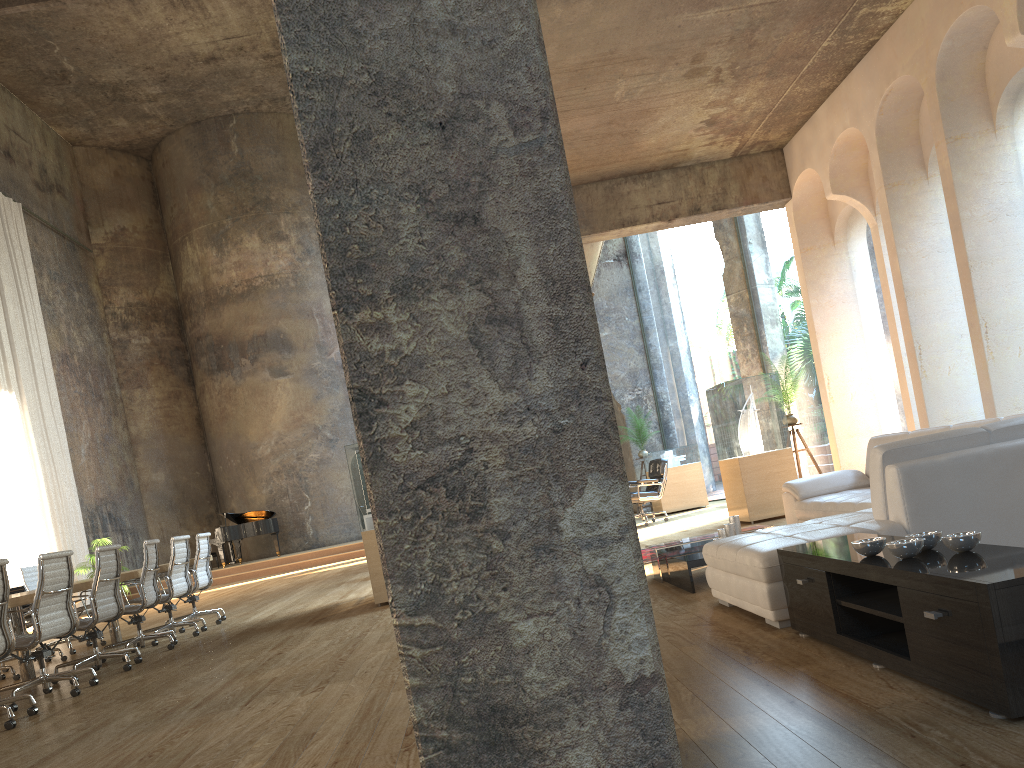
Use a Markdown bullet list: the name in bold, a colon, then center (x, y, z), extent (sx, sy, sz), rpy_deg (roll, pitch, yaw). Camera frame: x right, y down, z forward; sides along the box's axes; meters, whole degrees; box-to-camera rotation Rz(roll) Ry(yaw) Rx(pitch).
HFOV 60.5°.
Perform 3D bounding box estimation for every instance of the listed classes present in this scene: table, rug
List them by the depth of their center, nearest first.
- **table**: center (1.458, 1.193, 5.980), extent (0.789, 0.202, 1.117), rpy_deg (-11, -7, -3)
- **table**: center (1.438, 1.220, 6.349), extent (0.858, 0.246, 0.372), rpy_deg (-11, -5, -3)
- **table**: center (-4.159, 2.078, 6.705), extent (1.598, 0.756, 7.762), rpy_deg (-11, -7, -4)
- **rug**: center (1.367, 1.577, 8.220), extent (2.459, 0.009, 1.354), rpy_deg (-11, -7, -3)

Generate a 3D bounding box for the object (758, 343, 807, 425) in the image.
- **object**: center (3.140, 0.024, 10.195), extent (0.684, 0.938, 0.867), rpy_deg (-11, -3, -13)

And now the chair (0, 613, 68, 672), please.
- **chair**: center (-4.929, 2.350, 8.814), extent (0.699, 1.024, 0.667), rpy_deg (-11, -2, 0)

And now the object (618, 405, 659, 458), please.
- **object**: center (2.114, 0.832, 15.207), extent (0.859, 0.939, 0.690), rpy_deg (-11, -2, 0)

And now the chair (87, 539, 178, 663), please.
- **chair**: center (-3.513, 1.989, 8.087), extent (0.698, 1.024, 0.668), rpy_deg (-11, -2, -4)

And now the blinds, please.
- **blinds**: center (-9.329, -0.039, 14.637), extent (0.275, 8.628, 7.864), rpy_deg (-11, -3, -3)

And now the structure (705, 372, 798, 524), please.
- **structure**: center (2.661, 0.729, 9.698), extent (0.593, 1.545, 0.745), rpy_deg (-11, -1, -3)

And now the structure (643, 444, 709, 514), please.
- **structure**: center (2.627, 1.546, 14.144), extent (0.734, 1.013, 0.746), rpy_deg (-11, -2, -3)

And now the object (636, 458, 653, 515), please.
- **object**: center (2.449, 1.725, 15.147), extent (0.578, 0.971, 0.652), rpy_deg (-12, -2, 33)

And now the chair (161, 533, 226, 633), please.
- **chair**: center (-3.630, 2.221, 9.805), extent (0.700, 1.024, 0.666), rpy_deg (-11, -2, 2)

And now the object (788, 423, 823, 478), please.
- **object**: center (3.259, 0.967, 10.199), extent (0.651, 0.971, 0.579), rpy_deg (-10, -2, -39)

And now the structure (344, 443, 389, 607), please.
- **structure**: center (-1.149, 1.332, 8.619), extent (0.593, 1.545, 0.745), rpy_deg (-11, -1, -3)

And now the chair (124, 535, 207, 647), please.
- **chair**: center (-3.558, 2.102, 8.942), extent (0.701, 1.024, 0.665), rpy_deg (-11, -2, 5)

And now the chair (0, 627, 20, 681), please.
- **chair**: center (-4.887, 2.231, 7.896), extent (0.700, 1.024, 0.666), rpy_deg (-11, -2, 2)

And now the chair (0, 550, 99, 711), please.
- **chair**: center (-3.442, 1.755, 6.274), extent (0.701, 1.024, 0.665), rpy_deg (-11, -2, 5)

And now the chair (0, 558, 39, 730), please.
- **chair**: center (-3.401, 1.637, 5.375), extent (0.700, 1.024, 0.666), rpy_deg (-11, -2, 2)

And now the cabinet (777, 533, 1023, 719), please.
- **cabinet**: center (1.380, 0.762, 3.028), extent (0.395, 0.368, 1.571), rpy_deg (-11, -6, -4)

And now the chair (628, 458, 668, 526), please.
- **chair**: center (1.830, 1.560, 12.474), extent (0.818, 0.891, 0.735), rpy_deg (-11, -2, -9)

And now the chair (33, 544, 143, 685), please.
- **chair**: center (-3.478, 1.869, 7.154), extent (0.700, 1.024, 0.666), rpy_deg (-11, -2, 2)

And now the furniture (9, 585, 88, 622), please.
- **furniture**: center (-7.502, 3.567, 13.979), extent (0.707, 0.839, 1.883), rpy_deg (-11, -6, -4)

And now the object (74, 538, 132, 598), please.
- **object**: center (-8.063, 3.793, 17.486), extent (1.086, 1.454, 1.138), rpy_deg (-11, -2, -12)

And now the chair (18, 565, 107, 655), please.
- **chair**: center (-2.180, 1.949, 9.819), extent (12.933, 1.029, 31.701), rpy_deg (-10, -7, -4)

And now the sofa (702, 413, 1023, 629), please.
- **sofa**: center (2.026, 0.741, 5.367), extent (2.061, 0.720, 2.947), rpy_deg (-11, -6, -3)
